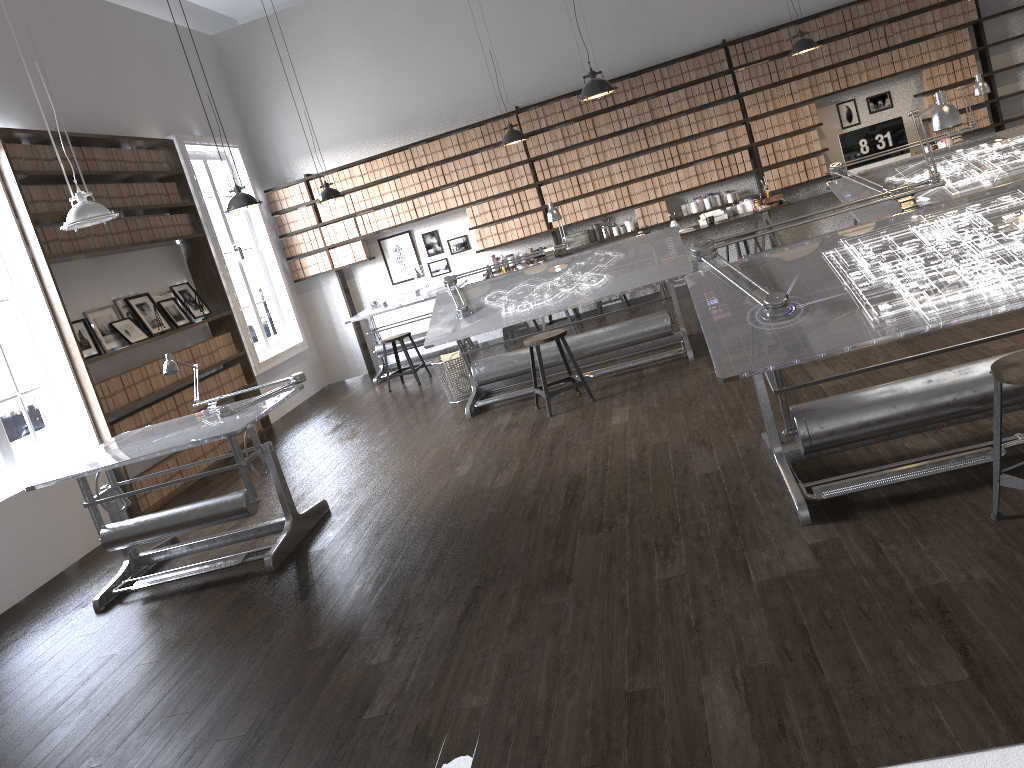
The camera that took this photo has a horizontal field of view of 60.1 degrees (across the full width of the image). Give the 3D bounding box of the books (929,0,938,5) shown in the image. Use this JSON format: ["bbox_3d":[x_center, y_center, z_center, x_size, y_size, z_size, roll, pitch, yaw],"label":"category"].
[{"bbox_3d":[4.293,-4.001,9.108,0.066,0.224,0.176,-15,9,11],"label":"books"}]

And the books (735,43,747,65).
[{"bbox_3d":[2.438,-3.512,9.455,0.067,0.224,0.176,-15,9,11],"label":"books"}]

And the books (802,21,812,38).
[{"bbox_3d":[3.100,-3.688,9.338,0.066,0.224,0.176,-15,9,11],"label":"books"}]

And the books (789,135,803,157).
[{"bbox_3d":[3.066,-2.562,9.555,0.066,0.224,0.176,-15,9,11],"label":"books"}]

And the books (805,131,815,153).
[{"bbox_3d":[3.193,-2.596,9.530,0.066,0.224,0.176,-15,9,11],"label":"books"}]

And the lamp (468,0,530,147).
[{"bbox_3d":[-0.293,-3.398,8.421,0.311,2.237,0.314,-18,8,-9],"label":"lamp"}]

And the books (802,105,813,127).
[{"bbox_3d":[3.151,-2.863,9.482,0.066,0.224,0.176,-15,9,11],"label":"books"}]

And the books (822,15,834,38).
[{"bbox_3d":[3.303,-3.740,9.293,0.067,0.224,0.176,-15,9,11],"label":"books"}]

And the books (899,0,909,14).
[{"bbox_3d":[4.025,-3.931,9.160,0.067,0.224,0.176,-15,9,11],"label":"books"}]

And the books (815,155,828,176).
[{"bbox_3d":[3.339,-2.353,9.557,0.066,0.224,0.176,-15,9,11],"label":"books"}]

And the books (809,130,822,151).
[{"bbox_3d":[3.253,-2.611,9.517,0.066,0.224,0.176,-15,9,11],"label":"books"}]

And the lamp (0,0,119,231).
[{"bbox_3d":[-2.678,-1.958,4.796,0.311,2.237,0.314,-18,8,-9],"label":"lamp"}]

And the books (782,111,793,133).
[{"bbox_3d":[2.952,-2.811,9.517,0.067,0.224,0.176,-15,9,11],"label":"books"}]

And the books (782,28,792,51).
[{"bbox_3d":[2.898,-3.634,9.372,0.066,0.224,0.176,-15,9,11],"label":"books"}]

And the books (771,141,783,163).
[{"bbox_3d":[2.864,-2.509,9.593,0.066,0.224,0.176,-15,9,11],"label":"books"}]

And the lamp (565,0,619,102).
[{"bbox_3d":[0.302,-3.146,6.255,0.309,2.237,0.316,-12,9,31],"label":"lamp"}]

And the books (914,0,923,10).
[{"bbox_3d":[4.159,-3.967,9.141,0.066,0.224,0.176,-15,9,11],"label":"books"}]

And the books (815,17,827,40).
[{"bbox_3d":[3.234,-3.722,9.305,0.066,0.224,0.176,-15,9,11],"label":"books"}]

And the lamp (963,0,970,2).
[{"bbox_3d":[3.826,-4.485,7.653,0.309,2.237,0.316,-11,10,35],"label":"lamp"}]

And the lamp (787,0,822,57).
[{"bbox_3d":[2.351,-4.096,7.928,0.309,2.237,0.316,-11,10,35],"label":"lamp"}]

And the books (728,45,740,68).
[{"bbox_3d":[2.368,-3.494,9.474,0.066,0.224,0.176,-15,9,11],"label":"books"}]

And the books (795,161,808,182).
[{"bbox_3d":[3.133,-2.297,9.591,0.067,0.224,0.176,-15,9,11],"label":"books"}]

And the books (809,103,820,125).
[{"bbox_3d":[3.219,-2.882,9.474,0.066,0.224,0.176,-15,9,11],"label":"books"}]

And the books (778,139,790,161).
[{"bbox_3d":[2.931,-2.526,9.576,0.066,0.224,0.176,-15,9,11],"label":"books"}]

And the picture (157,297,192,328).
[{"bbox_3d":[-3.118,-0.660,8.205,0.126,0.288,0.292,-15,10,11],"label":"picture"}]

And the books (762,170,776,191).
[{"bbox_3d":[2.803,-2.211,9.654,0.066,0.224,0.176,-15,9,11],"label":"books"}]

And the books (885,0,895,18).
[{"bbox_3d":[3.897,-3.897,9.187,0.066,0.224,0.176,-15,9,11],"label":"books"}]

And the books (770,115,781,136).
[{"bbox_3d":[2.829,-2.779,9.543,0.066,0.224,0.176,-15,9,11],"label":"books"}]

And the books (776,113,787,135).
[{"bbox_3d":[2.889,-2.795,9.533,0.066,0.224,0.176,-15,9,11],"label":"books"}]

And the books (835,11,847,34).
[{"bbox_3d":[3.426,-3.774,9.277,0.066,0.224,0.176,-15,9,11],"label":"books"}]

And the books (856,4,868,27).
[{"bbox_3d":[3.635,-3.828,9.233,0.066,0.224,0.176,-15,9,11],"label":"books"}]

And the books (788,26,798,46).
[{"bbox_3d":[2.967,-3.651,9.357,0.067,0.224,0.176,-15,9,11],"label":"books"}]

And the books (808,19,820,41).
[{"bbox_3d":[3.166,-3.704,9.322,0.066,0.224,0.176,-15,9,11],"label":"books"}]

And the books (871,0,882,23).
[{"bbox_3d":[3.770,-3.864,9.212,0.066,0.224,0.176,-15,9,11],"label":"books"}]

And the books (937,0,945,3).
[{"bbox_3d":[4.362,-4.019,9.095,0.067,0.224,0.176,-15,9,11],"label":"books"}]

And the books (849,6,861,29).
[{"bbox_3d":[3.568,-3.811,9.250,0.066,0.224,0.176,-15,9,11],"label":"books"}]

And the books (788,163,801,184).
[{"bbox_3d":[3.063,-2.280,9.609,0.066,0.224,0.176,-15,9,11],"label":"books"}]

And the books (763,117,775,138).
[{"bbox_3d":[2.760,-2.760,9.554,0.067,0.224,0.176,-15,9,11],"label":"books"}]

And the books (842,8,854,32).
[{"bbox_3d":[3.496,-3.791,9.258,0.067,0.224,0.176,-15,9,11],"label":"books"}]

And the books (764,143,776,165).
[{"bbox_3d":[2.792,-2.489,9.601,0.067,0.224,0.176,-15,9,11],"label":"books"}]

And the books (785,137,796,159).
[{"bbox_3d":[2.999,-2.545,9.567,0.066,0.224,0.176,-15,9,11],"label":"books"}]

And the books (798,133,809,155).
[{"bbox_3d":[3.130,-2.578,9.537,0.067,0.224,0.176,-15,9,11],"label":"books"}]

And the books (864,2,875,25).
[{"bbox_3d":[3.702,-3.846,9.225,0.066,0.224,0.176,-15,9,11],"label":"books"}]

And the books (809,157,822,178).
[{"bbox_3d":[3.271,-2.334,9.566,0.066,0.224,0.176,-15,9,11],"label":"books"}]

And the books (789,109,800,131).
[{"bbox_3d":[3.017,-2.829,9.511,0.066,0.224,0.176,-15,9,11],"label":"books"}]

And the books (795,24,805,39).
[{"bbox_3d":[3.034,-3.670,9.348,0.066,0.224,0.176,-15,9,11],"label":"books"}]

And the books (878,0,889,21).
[{"bbox_3d":[3.833,-3.880,9.194,0.067,0.224,0.176,-15,9,11],"label":"books"}]

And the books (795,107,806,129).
[{"bbox_3d":[3.084,-2.847,9.498,0.066,0.224,0.176,-15,9,11],"label":"books"}]

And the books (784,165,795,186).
[{"bbox_3d":[3.000,-2.263,9.618,0.066,0.224,0.176,-15,9,11],"label":"books"}]

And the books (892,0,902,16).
[{"bbox_3d":[3.957,-3.913,9.174,0.066,0.224,0.176,-15,9,11],"label":"books"}]

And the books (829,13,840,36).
[{"bbox_3d":[3.364,-3.757,9.286,0.066,0.224,0.176,-15,9,11],"label":"books"}]

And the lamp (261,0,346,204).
[{"bbox_3d":[-2.143,-2.910,8.761,0.311,2.237,0.314,-18,8,-9],"label":"lamp"}]

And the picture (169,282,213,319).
[{"bbox_3d":[-3.101,-0.809,8.561,0.160,0.362,0.346,-15,10,11],"label":"picture"}]

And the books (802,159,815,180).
[{"bbox_3d":[3.204,-2.317,9.583,0.066,0.224,0.176,-15,9,11],"label":"books"}]

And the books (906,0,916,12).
[{"bbox_3d":[4.092,-3.949,9.151,0.066,0.224,0.176,-15,9,11],"label":"books"}]

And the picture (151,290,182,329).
[{"bbox_3d":[-3.169,-0.679,8.196,0.095,0.358,0.438,-15,10,11],"label":"picture"}]

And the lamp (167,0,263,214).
[{"bbox_3d":[-2.417,-2.429,6.761,0.311,2.237,0.314,-18,8,-9],"label":"lamp"}]
